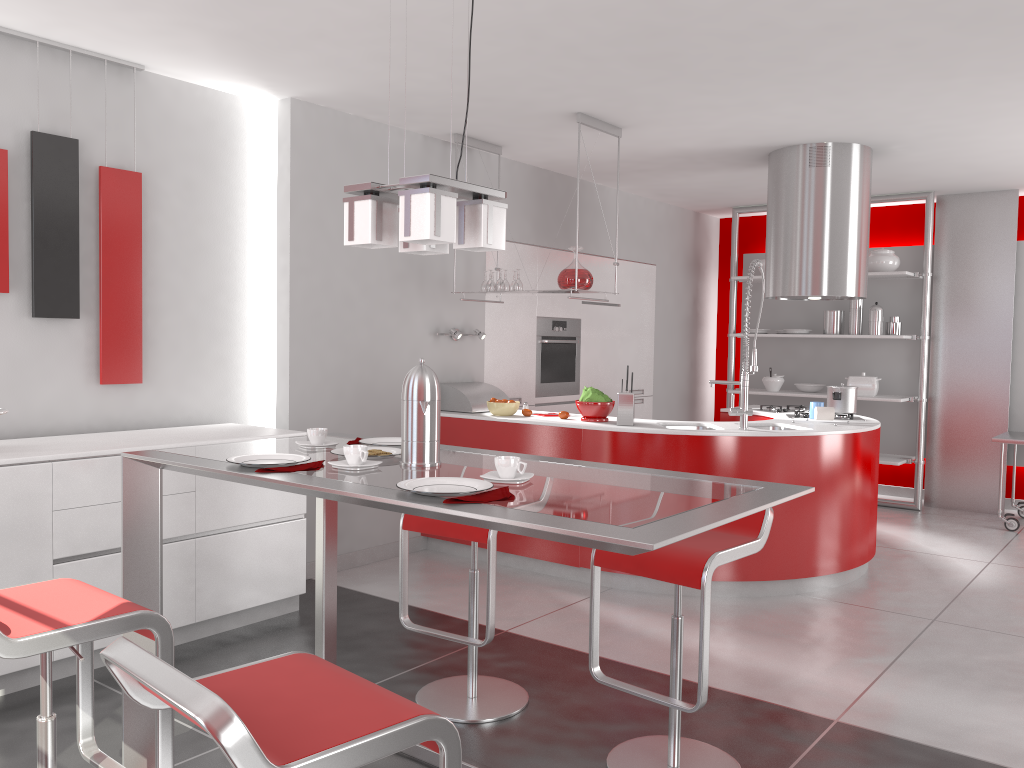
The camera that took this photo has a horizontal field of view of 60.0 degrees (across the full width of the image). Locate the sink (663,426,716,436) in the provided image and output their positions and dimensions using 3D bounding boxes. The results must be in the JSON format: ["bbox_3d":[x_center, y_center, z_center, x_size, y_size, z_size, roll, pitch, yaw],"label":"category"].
[{"bbox_3d":[0.985,0.339,4.936,0.326,0.172,0.428,1,3,-2],"label":"sink"}]

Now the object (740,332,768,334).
[{"bbox_3d":[2.196,-0.455,7.973,0.280,0.015,0.280,0,3,-16],"label":"object"}]

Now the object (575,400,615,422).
[{"bbox_3d":[0.479,0.156,5.124,0.229,0.118,0.228,1,3,9],"label":"object"}]

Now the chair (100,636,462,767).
[{"bbox_3d":[-0.377,0.832,1.462,0.460,0.857,0.418,-2,4,-45],"label":"chair"}]

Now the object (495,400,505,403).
[{"bbox_3d":[-0.071,0.120,5.395,0.065,0.052,0.062,2,3,22],"label":"object"}]

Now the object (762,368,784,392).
[{"bbox_3d":[2.337,-0.041,7.936,0.192,0.214,0.192,2,3,24],"label":"object"}]

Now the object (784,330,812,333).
[{"bbox_3d":[2.490,-0.451,7.729,0.244,0.042,0.244,2,3,22],"label":"object"}]

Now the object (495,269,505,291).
[{"bbox_3d":[-0.071,-0.629,5.391,0.060,0.141,0.060,2,3,14],"label":"object"}]

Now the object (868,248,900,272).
[{"bbox_3d":[3.097,-1.027,7.428,0.287,0.222,0.287,1,3,-8],"label":"object"}]

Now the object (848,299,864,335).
[{"bbox_3d":[2.890,-0.575,7.448,0.109,0.329,0.110,3,3,35],"label":"object"}]

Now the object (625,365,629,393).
[{"bbox_3d":[0.639,0.058,4.947,0.014,0.322,0.150,1,3,9],"label":"object"}]

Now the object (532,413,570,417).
[{"bbox_3d":[0.227,0.190,5.484,0.168,0.006,0.266,0,3,-26],"label":"object"}]

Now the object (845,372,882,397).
[{"bbox_3d":[2.976,0.001,7.518,0.282,0.197,0.235,2,3,27],"label":"object"}]

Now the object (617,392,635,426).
[{"bbox_3d":[0.632,0.136,4.924,0.091,0.178,0.137,2,3,11],"label":"object"}]

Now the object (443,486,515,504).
[{"bbox_3d":[-0.041,0.239,1.885,0.095,0.012,0.234,3,3,36],"label":"object"}]

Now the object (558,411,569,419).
[{"bbox_3d":[0.306,0.183,5.228,0.064,0.048,0.063,2,3,16],"label":"object"}]

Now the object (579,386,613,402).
[{"bbox_3d":[0.489,0.103,5.116,0.198,0.182,0.193,4,4,43],"label":"object"}]

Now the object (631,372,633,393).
[{"bbox_3d":[0.664,0.075,4.934,0.012,0.279,0.130,1,3,9],"label":"object"}]

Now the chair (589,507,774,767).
[{"bbox_3d":[0.531,0.783,2.788,0.418,0.857,0.460,4,4,42],"label":"chair"}]

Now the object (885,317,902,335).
[{"bbox_3d":[3.185,-0.482,7.400,0.127,0.157,0.127,-2,4,-42],"label":"object"}]

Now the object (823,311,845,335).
[{"bbox_3d":[2.756,-0.524,7.609,0.184,0.205,0.172,4,4,43],"label":"object"}]

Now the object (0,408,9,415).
[{"bbox_3d":[-2.103,0.180,3.303,0.398,0.159,0.398,1,3,-3],"label":"object"}]

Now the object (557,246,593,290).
[{"bbox_3d":[0.374,-0.675,5.231,0.213,0.266,0.213,0,3,-24],"label":"object"}]

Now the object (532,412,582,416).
[{"bbox_3d":[0.281,0.185,5.464,0.375,0.008,0.041,2,3,14],"label":"object"}]

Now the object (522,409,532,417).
[{"bbox_3d":[0.091,0.174,5.367,0.065,0.047,0.063,3,4,37],"label":"object"}]

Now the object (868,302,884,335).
[{"bbox_3d":[2.998,-0.539,7.305,0.115,0.274,0.115,3,3,30],"label":"object"}]

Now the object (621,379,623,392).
[{"bbox_3d":[0.611,0.072,4.944,0.009,0.197,0.091,1,3,9],"label":"object"}]

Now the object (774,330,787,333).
[{"bbox_3d":[2.499,-0.465,8.020,0.244,0.042,0.244,3,3,29],"label":"object"}]

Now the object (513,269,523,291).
[{"bbox_3d":[0.039,-0.628,5.411,0.060,0.141,0.060,3,4,37],"label":"object"}]

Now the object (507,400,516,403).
[{"bbox_3d":[-0.006,0.122,5.397,0.062,0.049,0.066,-2,4,-45],"label":"object"}]

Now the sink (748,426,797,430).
[{"bbox_3d":[1.468,0.344,5.000,0.326,0.172,0.428,0,3,-13],"label":"sink"}]

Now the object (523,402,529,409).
[{"bbox_3d":[0.088,0.148,5.677,0.042,0.066,0.043,-1,4,-39],"label":"object"}]

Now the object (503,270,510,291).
[{"bbox_3d":[-0.041,-0.632,5.471,0.060,0.141,0.060,3,4,37],"label":"object"}]

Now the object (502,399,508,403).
[{"bbox_3d":[-0.045,0.118,5.451,0.066,0.049,0.062,3,3,34],"label":"object"}]

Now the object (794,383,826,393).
[{"bbox_3d":[2.648,0.038,7.887,0.272,0.072,0.272,1,3,1],"label":"object"}]

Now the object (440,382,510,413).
[{"bbox_3d":[-0.241,0.081,5.740,0.300,0.170,0.400,3,4,37],"label":"object"}]

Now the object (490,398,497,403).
[{"bbox_3d":[-0.107,0.113,5.444,0.055,0.058,0.066,2,3,23],"label":"object"}]

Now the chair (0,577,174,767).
[{"bbox_3d":[-1.045,0.796,1.950,0.418,0.857,0.460,3,4,40],"label":"chair"}]

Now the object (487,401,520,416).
[{"bbox_3d":[-0.054,0.151,5.403,0.201,0.086,0.201,3,4,38],"label":"object"}]

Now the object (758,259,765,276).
[{"bbox_3d":[2.315,-1.051,7.957,0.231,0.191,0.231,0,3,-12],"label":"object"}]

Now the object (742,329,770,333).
[{"bbox_3d":[2.196,-0.468,7.972,0.244,0.042,0.244,2,3,22],"label":"object"}]

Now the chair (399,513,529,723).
[{"bbox_3d":[-0.129,0.746,3.300,0.418,0.857,0.460,3,3,33],"label":"chair"}]
